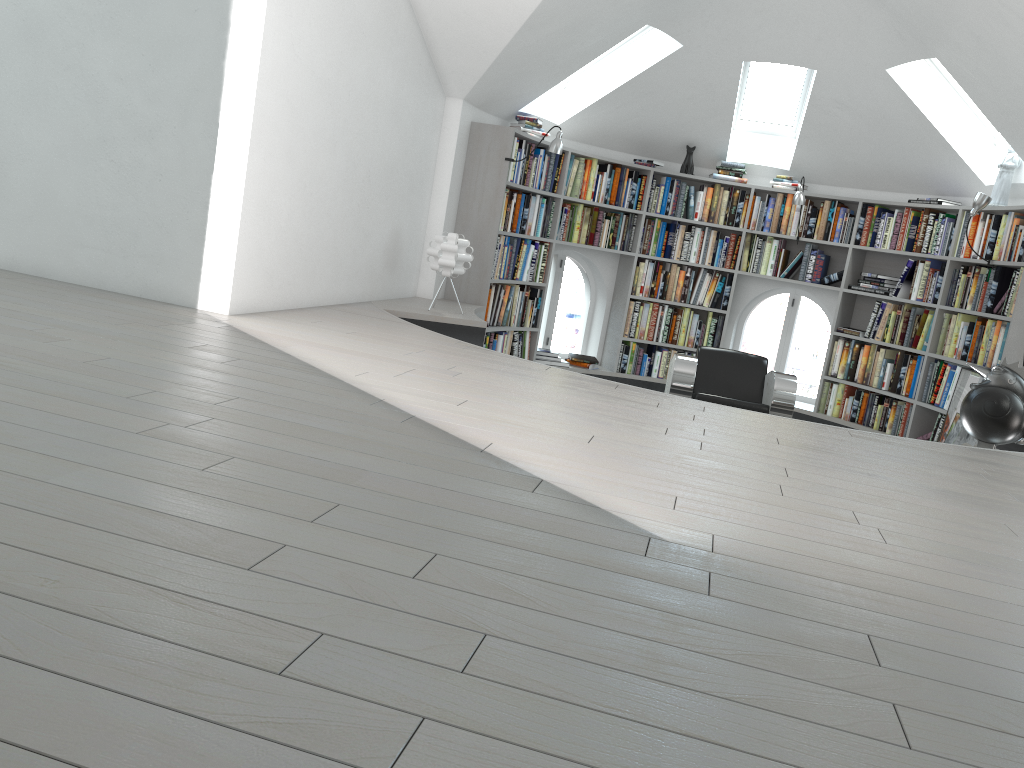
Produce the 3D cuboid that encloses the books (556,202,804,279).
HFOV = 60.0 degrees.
[{"bbox_3d":[1.431,-1.304,8.049,2.527,0.369,0.593,8,9,-7],"label":"books"}]

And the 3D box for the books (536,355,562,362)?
[{"bbox_3d":[0.294,-0.260,8.112,0.269,0.031,0.287,8,10,-11],"label":"books"}]

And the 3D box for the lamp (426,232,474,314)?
[{"bbox_3d":[-0.432,-0.749,5.933,0.305,0.523,0.307,10,9,1],"label":"lamp"}]

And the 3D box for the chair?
[{"bbox_3d":[1.501,0.137,6.269,0.823,0.716,0.744,11,9,7],"label":"chair"}]

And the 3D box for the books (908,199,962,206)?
[{"bbox_3d":[3.472,-1.454,7.221,0.316,0.036,0.338,5,11,-25],"label":"books"}]

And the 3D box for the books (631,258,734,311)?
[{"bbox_3d":[1.564,-0.935,8.255,0.997,0.350,0.299,9,9,-4],"label":"books"}]

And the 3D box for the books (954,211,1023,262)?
[{"bbox_3d":[3.622,-1.052,6.411,0.292,0.361,1.019,9,10,-6],"label":"books"}]

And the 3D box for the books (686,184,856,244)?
[{"bbox_3d":[2.336,-1.552,8.025,1.568,0.365,0.395,13,9,17],"label":"books"}]

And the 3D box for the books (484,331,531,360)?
[{"bbox_3d":[-0.156,-0.320,7.432,0.283,0.318,0.919,15,11,30],"label":"books"}]

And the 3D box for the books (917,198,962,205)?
[{"bbox_3d":[3.477,-1.481,7.217,0.233,0.027,0.249,7,10,-15],"label":"books"}]

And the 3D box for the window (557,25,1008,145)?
[{"bbox_3d":[2.147,-2.504,7.162,4.060,0.710,1.938,12,10,12],"label":"window"}]

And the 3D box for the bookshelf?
[{"bbox_3d":[1.854,-0.781,7.409,4.338,1.873,2.115,12,9,12],"label":"bookshelf"}]

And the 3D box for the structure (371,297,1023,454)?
[{"bbox_3d":[1.409,0.142,6.182,4.704,0.690,4.734,3,11,-32],"label":"structure"}]

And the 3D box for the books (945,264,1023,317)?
[{"bbox_3d":[3.558,-0.676,6.454,0.279,0.356,1.057,9,10,-2],"label":"books"}]

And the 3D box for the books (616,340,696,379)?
[{"bbox_3d":[1.437,-0.205,8.357,1.018,0.305,0.289,9,9,-3],"label":"books"}]

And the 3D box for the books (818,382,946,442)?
[{"bbox_3d":[3.156,0.266,7.297,0.359,0.310,1.505,5,11,-26],"label":"books"}]

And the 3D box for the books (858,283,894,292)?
[{"bbox_3d":[3.159,-0.820,7.595,0.269,0.031,0.287,1,13,-42],"label":"books"}]

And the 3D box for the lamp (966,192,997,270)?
[{"bbox_3d":[3.410,-1.099,6.373,0.275,0.523,0.113,10,8,3],"label":"lamp"}]

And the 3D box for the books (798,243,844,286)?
[{"bbox_3d":[2.793,-1.044,7.855,0.400,0.339,0.224,15,10,32],"label":"books"}]

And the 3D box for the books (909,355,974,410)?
[{"bbox_3d":[3.420,0.056,6.622,0.303,0.357,1.190,9,10,-7],"label":"books"}]

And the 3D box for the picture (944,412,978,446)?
[{"bbox_3d":[3.103,0.505,6.186,0.107,0.553,0.491,10,9,2],"label":"picture"}]

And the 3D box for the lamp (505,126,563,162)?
[{"bbox_3d":[0.181,-1.804,6.675,0.414,0.311,0.117,11,8,9],"label":"lamp"}]

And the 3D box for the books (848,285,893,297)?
[{"bbox_3d":[3.154,-0.788,7.599,0.365,0.042,0.390,2,12,-37],"label":"books"}]

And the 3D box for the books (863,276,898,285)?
[{"bbox_3d":[3.170,-0.880,7.586,0.213,0.036,0.228,4,11,-28],"label":"books"}]

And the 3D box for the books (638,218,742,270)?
[{"bbox_3d":[1.626,-1.311,8.243,1.028,0.357,0.302,9,9,-2],"label":"books"}]

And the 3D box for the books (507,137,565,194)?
[{"bbox_3d":[0.071,-1.783,7.172,0.301,0.360,1.034,14,11,28],"label":"books"}]

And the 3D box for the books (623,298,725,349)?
[{"bbox_3d":[1.514,-0.557,8.311,1.031,0.356,0.294,9,9,-3],"label":"books"}]

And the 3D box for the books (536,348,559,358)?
[{"bbox_3d":[0.299,-0.291,8.108,0.213,0.036,0.228,8,10,-11],"label":"books"}]

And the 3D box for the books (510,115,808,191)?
[{"bbox_3d":[1.265,-2.001,7.806,2.811,0.173,0.751,7,10,-17],"label":"books"}]

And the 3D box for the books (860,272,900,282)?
[{"bbox_3d":[3.175,-0.911,7.582,0.269,0.031,0.287,8,10,-8],"label":"books"}]

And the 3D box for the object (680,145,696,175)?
[{"bbox_3d":[1.624,-2.033,8.087,0.147,0.264,0.202,11,9,9],"label":"object"}]

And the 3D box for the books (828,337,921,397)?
[{"bbox_3d":[3.111,-0.152,7.506,0.272,0.349,0.876,3,11,-36],"label":"books"}]

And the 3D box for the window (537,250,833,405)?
[{"bbox_3d":[1.488,-0.583,8.401,3.230,1.146,0.620,9,8,-2],"label":"window"}]

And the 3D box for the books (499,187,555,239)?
[{"bbox_3d":[0.005,-1.410,7.248,0.304,0.346,1.089,14,11,27],"label":"books"}]

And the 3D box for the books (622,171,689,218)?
[{"bbox_3d":[1.282,-1.737,8.128,0.682,0.345,0.266,8,9,-11],"label":"books"}]

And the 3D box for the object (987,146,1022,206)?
[{"bbox_3d":[3.658,-1.535,6.584,0.179,0.471,0.179,13,9,21],"label":"object"}]

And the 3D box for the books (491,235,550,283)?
[{"bbox_3d":[-0.034,-1.032,7.259,0.261,0.357,1.021,14,11,29],"label":"books"}]

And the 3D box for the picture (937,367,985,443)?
[{"bbox_3d":[3.213,0.336,6.327,0.090,0.859,0.581,10,9,2],"label":"picture"}]

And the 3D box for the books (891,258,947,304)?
[{"bbox_3d":[3.405,-0.828,7.180,0.255,0.349,0.556,4,11,-31],"label":"books"}]

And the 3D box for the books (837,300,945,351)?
[{"bbox_3d":[3.213,-0.504,7.377,0.251,0.351,0.979,4,11,-35],"label":"books"}]

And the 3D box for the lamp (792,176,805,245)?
[{"bbox_3d":[2.489,-1.508,7.716,0.113,0.564,0.358,12,9,19],"label":"lamp"}]

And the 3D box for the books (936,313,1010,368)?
[{"bbox_3d":[3.501,-0.300,6.502,0.275,0.346,1.025,9,10,-3],"label":"books"}]

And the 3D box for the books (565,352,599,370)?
[{"bbox_3d":[0.653,-0.208,8.211,0.318,0.099,0.292,12,10,13],"label":"books"}]

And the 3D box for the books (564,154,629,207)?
[{"bbox_3d":[0.668,-1.802,7.841,0.792,0.371,0.270,3,11,-34],"label":"books"}]

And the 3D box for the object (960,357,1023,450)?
[{"bbox_3d":[2.530,0.136,4.637,0.320,0.560,0.322,7,9,-15],"label":"object"}]

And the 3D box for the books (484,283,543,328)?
[{"bbox_3d":[-0.244,-0.474,7.102,0.391,0.692,1.644,13,10,22],"label":"books"}]

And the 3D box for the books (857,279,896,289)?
[{"bbox_3d":[3.165,-0.850,7.590,0.269,0.031,0.287,4,11,-28],"label":"books"}]

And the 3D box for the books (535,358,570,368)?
[{"bbox_3d":[0.288,-0.227,8.117,0.365,0.042,0.390,6,10,-21],"label":"books"}]

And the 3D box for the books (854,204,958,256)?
[{"bbox_3d":[3.314,-1.267,7.331,0.305,0.366,0.974,4,11,-34],"label":"books"}]
